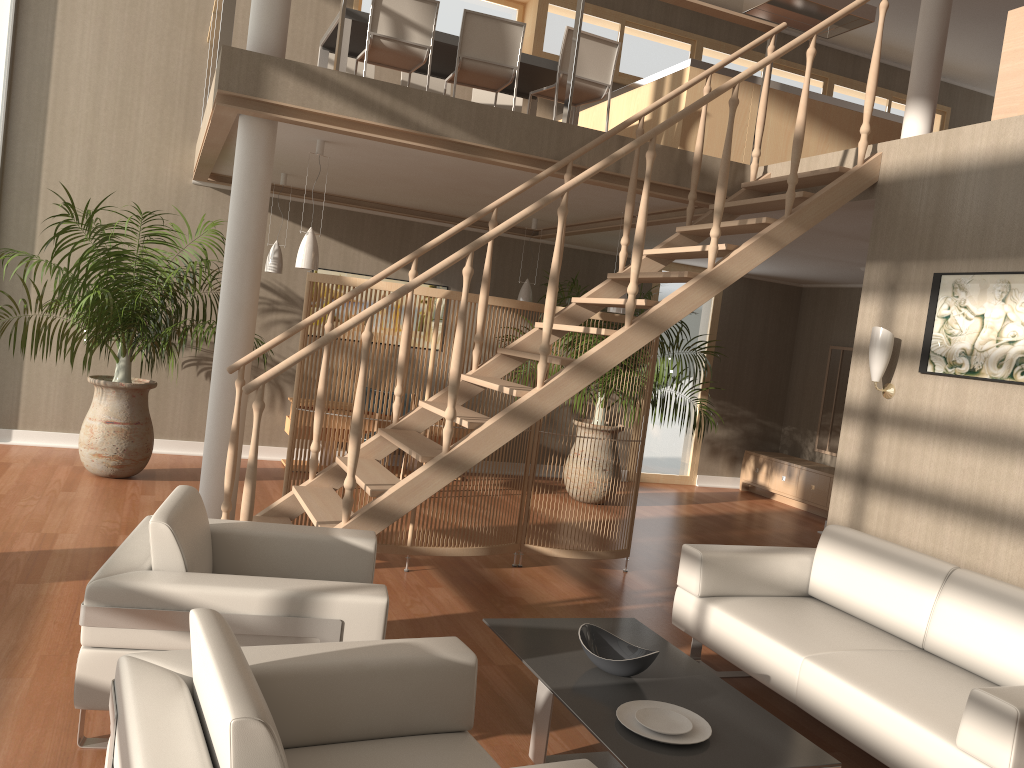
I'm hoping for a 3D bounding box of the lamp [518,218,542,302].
[{"bbox_3d":[0.159,-1.087,7.987,0.139,0.800,0.139,10,5,42],"label":"lamp"}]

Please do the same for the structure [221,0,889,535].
[{"bbox_3d":[0.227,-0.584,4.635,3.150,3.578,1.000,6,4,-22],"label":"structure"}]

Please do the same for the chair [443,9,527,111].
[{"bbox_3d":[-0.227,-2.054,6.095,0.430,0.796,0.496,6,4,-17],"label":"chair"}]

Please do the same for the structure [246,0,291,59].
[{"bbox_3d":[-1.175,-2.897,4.680,0.200,2.400,0.200,6,4,-22],"label":"structure"}]

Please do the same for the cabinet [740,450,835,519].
[{"bbox_3d":[3.166,1.089,9.219,0.500,0.458,1.911,6,4,-22],"label":"cabinet"}]

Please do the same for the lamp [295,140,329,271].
[{"bbox_3d":[-1.235,-1.116,5.529,0.139,0.800,0.139,7,3,-8],"label":"lamp"}]

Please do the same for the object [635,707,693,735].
[{"bbox_3d":[0.470,1.052,2.751,0.178,0.020,0.178,8,4,17],"label":"object"}]

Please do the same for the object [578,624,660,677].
[{"bbox_3d":[0.372,0.965,3.161,0.317,0.125,0.223,10,4,39],"label":"object"}]

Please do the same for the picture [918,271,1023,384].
[{"bbox_3d":[2.303,-0.219,3.612,0.018,0.487,1.531,6,4,-22],"label":"picture"}]

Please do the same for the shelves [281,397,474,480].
[{"bbox_3d":[-1.215,0.523,8.086,1.600,0.590,0.658,6,4,-22],"label":"shelves"}]

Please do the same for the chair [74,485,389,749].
[{"bbox_3d":[-0.933,0.792,3.136,0.905,0.740,0.900,7,4,-12],"label":"chair"}]

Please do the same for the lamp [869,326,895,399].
[{"bbox_3d":[1.869,-0.106,4.479,0.153,0.353,0.112,6,4,-22],"label":"lamp"}]

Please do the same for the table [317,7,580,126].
[{"bbox_3d":[-0.502,-2.091,6.641,1.800,0.740,0.900,6,4,-22],"label":"table"}]

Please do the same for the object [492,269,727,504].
[{"bbox_3d":[0.811,0.145,8.120,2.157,2.304,2.109,5,4,-33],"label":"object"}]

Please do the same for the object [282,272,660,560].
[{"bbox_3d":[-0.169,0.254,5.300,2.229,1.542,0.233,6,4,-17],"label":"object"}]

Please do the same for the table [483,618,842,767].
[{"bbox_3d":[0.418,1.184,3.119,0.700,0.293,1.260,6,4,-22],"label":"table"}]

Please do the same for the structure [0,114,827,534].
[{"bbox_3d":[2.259,0.157,5.390,10.775,2.533,8.342,6,4,-22],"label":"structure"}]

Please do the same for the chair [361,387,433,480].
[{"bbox_3d":[-1.010,0.465,7.421,0.582,0.856,0.509,8,4,18],"label":"chair"}]

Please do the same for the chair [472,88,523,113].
[{"bbox_3d":[-0.113,-2.109,7.249,0.430,0.796,0.496,7,4,-12],"label":"chair"}]

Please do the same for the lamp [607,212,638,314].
[{"bbox_3d":[0.804,-0.907,6.362,0.139,0.800,0.139,8,4,13],"label":"lamp"}]

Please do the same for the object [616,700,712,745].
[{"bbox_3d":[0.469,1.055,2.751,0.294,0.020,0.294,10,4,40],"label":"object"}]

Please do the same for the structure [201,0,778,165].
[{"bbox_3d":[-0.517,-2.175,6.659,3.300,0.900,3.475,6,4,-22],"label":"structure"}]

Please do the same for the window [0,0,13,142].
[{"bbox_3d":[-3.466,-1.724,5.504,0.020,5.200,3.340,6,4,-22],"label":"window"}]

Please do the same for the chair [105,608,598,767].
[{"bbox_3d":[-0.387,0.933,1.964,0.905,0.740,0.900,6,4,-27],"label":"chair"}]

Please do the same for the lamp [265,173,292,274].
[{"bbox_3d":[-1.880,-1.297,7.154,0.139,0.800,0.139,10,5,42],"label":"lamp"}]

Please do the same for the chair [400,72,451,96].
[{"bbox_3d":[-0.635,-2.162,7.028,0.430,0.796,0.496,6,4,-27],"label":"chair"}]

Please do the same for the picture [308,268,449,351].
[{"bbox_3d":[-1.265,-0.698,8.399,1.317,0.633,0.010,6,4,-22],"label":"picture"}]

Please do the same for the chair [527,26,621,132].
[{"bbox_3d":[0.393,-1.980,6.186,0.430,0.796,0.496,6,4,-27],"label":"chair"}]

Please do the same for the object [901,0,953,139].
[{"bbox_3d":[2.955,-2.465,6.239,0.200,2.400,0.200,6,4,-22],"label":"object"}]

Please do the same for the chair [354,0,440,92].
[{"bbox_3d":[-0.800,-2.113,5.868,0.430,0.796,0.496,6,4,-22],"label":"chair"}]

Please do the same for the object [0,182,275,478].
[{"bbox_3d":[-2.922,-0.239,6.616,2.109,2.304,2.157,5,4,-29],"label":"object"}]

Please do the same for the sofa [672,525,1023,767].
[{"bbox_3d":[1.503,1.080,3.514,0.905,0.740,1.781,6,4,-22],"label":"sofa"}]

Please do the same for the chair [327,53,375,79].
[{"bbox_3d":[-1.247,-2.233,6.918,0.430,0.796,0.496,6,4,-27],"label":"chair"}]
